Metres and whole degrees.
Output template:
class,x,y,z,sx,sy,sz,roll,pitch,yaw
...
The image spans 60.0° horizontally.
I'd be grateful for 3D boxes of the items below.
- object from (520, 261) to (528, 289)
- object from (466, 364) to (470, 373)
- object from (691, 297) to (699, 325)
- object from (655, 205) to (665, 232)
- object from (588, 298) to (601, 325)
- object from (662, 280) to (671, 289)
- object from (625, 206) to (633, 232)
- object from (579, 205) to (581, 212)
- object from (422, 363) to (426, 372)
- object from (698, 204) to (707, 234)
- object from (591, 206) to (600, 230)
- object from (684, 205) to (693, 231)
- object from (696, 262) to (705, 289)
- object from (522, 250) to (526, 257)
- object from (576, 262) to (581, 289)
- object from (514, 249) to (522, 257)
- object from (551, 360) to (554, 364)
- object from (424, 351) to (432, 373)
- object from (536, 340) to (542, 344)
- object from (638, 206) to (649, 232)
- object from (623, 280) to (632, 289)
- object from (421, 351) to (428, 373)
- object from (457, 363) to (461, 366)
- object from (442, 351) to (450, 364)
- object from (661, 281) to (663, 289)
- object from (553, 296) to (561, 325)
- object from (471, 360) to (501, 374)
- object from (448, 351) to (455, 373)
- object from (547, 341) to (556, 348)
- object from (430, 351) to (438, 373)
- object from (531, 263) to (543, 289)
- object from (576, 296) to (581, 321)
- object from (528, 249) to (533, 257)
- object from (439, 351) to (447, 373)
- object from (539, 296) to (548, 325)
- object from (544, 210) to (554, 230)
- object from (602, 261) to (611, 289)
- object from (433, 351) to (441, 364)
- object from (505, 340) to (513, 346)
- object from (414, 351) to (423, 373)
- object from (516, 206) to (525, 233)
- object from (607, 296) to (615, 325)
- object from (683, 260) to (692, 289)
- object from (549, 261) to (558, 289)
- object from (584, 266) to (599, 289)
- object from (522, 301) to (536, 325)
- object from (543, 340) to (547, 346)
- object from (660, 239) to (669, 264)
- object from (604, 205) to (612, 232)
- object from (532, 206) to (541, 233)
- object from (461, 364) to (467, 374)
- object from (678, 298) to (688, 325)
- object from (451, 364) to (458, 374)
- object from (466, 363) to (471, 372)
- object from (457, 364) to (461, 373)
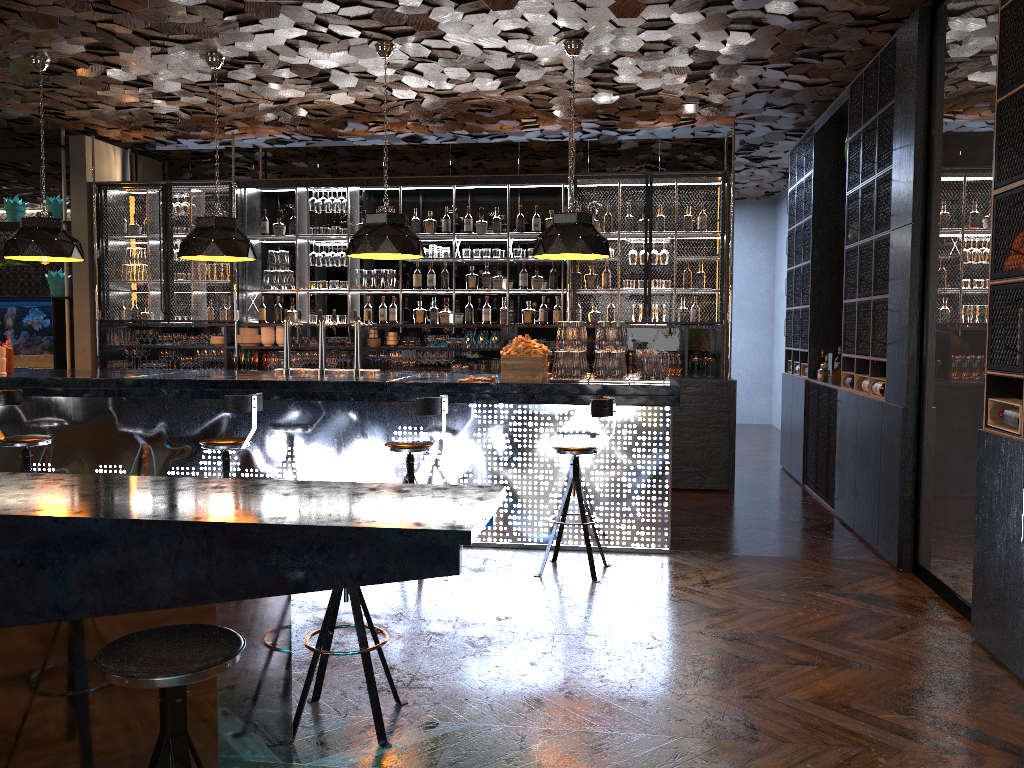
class,x,y,z,sx,sy,sz,roll,pitch,yaw
object,0.124,-1.130,9.245,0.086,0.298,0.086,-2,4,-34
object,-0.479,-0.162,9.300,0.067,0.099,0.067,-1,4,-21
object,1.868,-0.744,9.047,0.086,0.298,0.086,-2,4,-34
object,1.508,-1.675,9.022,0.083,0.282,0.083,0,4,-8
object,0.853,-0.746,9.152,0.123,0.279,0.123,0,4,-4
object,1.570,-1.007,9.013,0.089,0.092,0.089,0,4,-8
object,1.197,-1.679,9.063,0.083,0.282,0.083,1,4,7
object,0.692,-1.692,9.134,0.086,0.299,0.086,-2,4,-34
object,-0.938,-0.242,9.483,0.091,0.229,0.091,4,5,43
object,1.930,-1.678,8.995,0.086,0.298,0.086,-2,4,-29
object,0.835,-1.679,9.096,0.123,0.279,0.123,1,4,16
object,1.788,-1.670,8.986,0.083,0.282,0.083,2,4,22
object,1.918,-1.099,9.005,0.083,0.282,0.083,1,4,17
object,0.103,-1.358,9.305,0.089,0.092,0.089,-3,5,-38
object,0.671,-1.115,9.167,0.083,0.282,0.083,0,4,-8
object,0.061,-1.350,9.170,0.089,0.092,0.089,0,4,-7
object,0.439,-0.171,9.064,0.107,0.152,0.107,3,4,33
object,-0.873,-0.227,9.246,0.091,0.229,0.091,-2,4,-35
object,0.269,-0.407,9.063,0.084,0.082,0.084,0,4,-10
object,1.352,-1.674,9.044,0.123,0.279,0.123,1,4,11
object,1.172,-1.010,9.023,0.089,0.092,0.089,0,4,-8
object,-0.917,-0.234,9.366,0.091,0.229,0.091,2,4,28
object,-0.565,-0.170,9.413,0.067,0.100,0.067,0,4,0
object,-0.686,-0.224,9.219,0.091,0.229,0.091,-1,4,-20
object,1.535,-1.016,9.153,0.089,0.092,0.089,0,4,-8
object,0.473,-0.761,9.214,0.080,0.299,0.080,1,4,10
object,-0.275,-0.178,9.260,0.356,0.134,0.206,1,4,15
object,-0.650,-0.238,9.447,0.091,0.229,0.091,1,4,5
object,0.405,-0.401,9.083,0.088,0.070,0.098,4,5,43
object,-0.822,-0.233,9.353,0.091,0.229,0.091,3,5,39
object,0.261,-1.117,9.206,0.123,0.279,0.123,0,4,-4
object,0.676,-0.760,9.195,0.086,0.298,0.086,-2,4,-34
object,0.209,-1.350,9.180,0.089,0.092,0.089,1,4,7
object,-0.728,-0.232,9.339,0.091,0.229,0.091,0,4,1
object,0.330,-0.764,9.247,0.086,0.298,0.086,-2,4,-34
object,0.410,-1.670,9.166,0.151,0.248,0.094,3,4,36
object,0.978,-1.119,9.140,0.086,0.298,0.086,-2,4,-34
object,-0.782,-0.225,9.233,0.091,0.229,0.091,3,4,35
object,-0.026,-0.410,9.106,0.084,0.082,0.084,0,4,0
object,-0.975,-0.228,9.254,0.091,0.229,0.091,0,4,-6
object,0.089,-1.701,9.210,0.086,0.299,0.086,-2,4,-34
object,1.023,-0.756,9.146,0.086,0.299,0.086,-2,4,-34
object,1.784,-1.109,9.025,0.086,0.299,0.086,-2,4,-34
object,0.431,-1.127,9.201,0.086,0.299,0.086,-2,4,-34
object,0.823,-1.095,9.147,0.151,0.248,0.094,1,4,16
object,0.175,-0.740,9.254,0.151,0.248,0.094,1,4,16
object,0.323,-0.423,9.324,0.084,0.082,0.084,-2,4,-32
object,1.537,-1.340,8.947,0.092,0.244,0.092,0,4,2
object,0.987,-1.688,9.093,0.086,0.297,0.086,-2,4,-34
object,0.255,-1.700,9.216,0.086,0.298,0.086,-2,4,-34
object,-0.495,-0.155,9.176,0.067,0.099,0.067,-1,4,-21
object,1.742,-0.738,9.050,0.083,0.282,0.083,0,4,-8
object,-0.599,-0.157,9.192,0.067,0.100,0.067,0,4,0
object,-0.469,-0.168,9.396,0.067,0.099,0.067,-1,4,-21
object,-0.570,-0.163,9.301,0.067,0.100,0.067,0,4,0
